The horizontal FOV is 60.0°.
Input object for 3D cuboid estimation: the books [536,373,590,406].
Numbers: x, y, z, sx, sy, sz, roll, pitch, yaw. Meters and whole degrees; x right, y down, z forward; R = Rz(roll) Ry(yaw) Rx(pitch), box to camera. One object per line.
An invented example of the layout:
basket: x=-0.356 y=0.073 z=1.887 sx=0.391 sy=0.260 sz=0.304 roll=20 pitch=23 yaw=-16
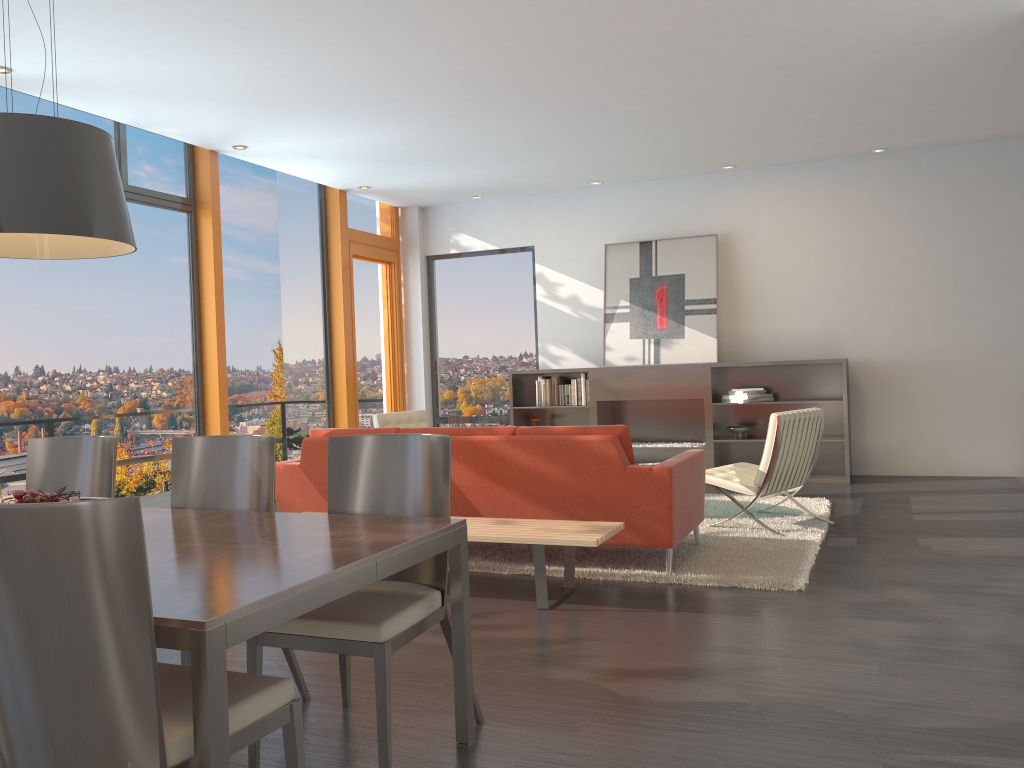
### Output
books: x=0.589 y=0.056 z=9.440 sx=0.592 sy=0.339 sz=0.324 roll=-2 pitch=1 yaw=23

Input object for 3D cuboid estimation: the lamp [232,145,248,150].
lamp: x=-2.309 y=-2.005 z=7.523 sx=0.129 sy=0.010 sz=0.129 roll=-3 pitch=1 yaw=-22

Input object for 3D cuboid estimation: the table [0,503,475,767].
table: x=-1.345 y=0.854 z=2.677 sx=2.151 sy=0.764 sz=1.172 roll=-2 pitch=1 yaw=23

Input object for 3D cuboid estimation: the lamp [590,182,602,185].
lamp: x=0.900 y=-2.157 z=9.527 sx=0.129 sy=0.010 sz=0.129 roll=-3 pitch=1 yaw=-22

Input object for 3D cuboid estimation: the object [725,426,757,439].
object: x=2.261 y=0.482 z=8.769 sx=0.309 sy=0.117 sz=0.309 roll=-3 pitch=1 yaw=-34

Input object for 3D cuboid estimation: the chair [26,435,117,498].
chair: x=-1.815 y=0.705 z=3.397 sx=0.548 sy=0.967 sz=0.614 roll=-2 pitch=1 yaw=23

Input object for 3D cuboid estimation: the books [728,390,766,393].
books: x=2.318 y=0.074 z=8.737 sx=0.300 sy=0.020 sz=0.210 roll=-3 pitch=1 yaw=-27

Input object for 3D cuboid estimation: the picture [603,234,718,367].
picture: x=1.544 y=-0.861 z=9.286 sx=1.208 sy=1.338 sz=0.269 roll=-2 pitch=1 yaw=23

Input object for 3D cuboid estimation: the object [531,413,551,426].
object: x=0.274 y=0.456 z=9.638 sx=0.245 sy=0.290 sz=0.201 roll=-2 pitch=1 yaw=43

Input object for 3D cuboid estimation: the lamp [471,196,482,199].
lamp: x=-0.403 y=-2.118 z=10.071 sx=0.129 sy=0.010 sz=0.129 roll=-3 pitch=1 yaw=-22

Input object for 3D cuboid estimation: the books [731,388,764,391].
books: x=2.317 y=0.054 z=8.737 sx=0.300 sy=0.020 sz=0.210 roll=-2 pitch=1 yaw=13

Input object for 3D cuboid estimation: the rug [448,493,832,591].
rug: x=0.300 y=1.052 z=6.598 sx=3.772 sy=0.043 sz=2.984 roll=-2 pitch=1 yaw=23

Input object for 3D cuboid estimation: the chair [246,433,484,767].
chair: x=-0.466 y=0.665 z=2.833 sx=0.548 sy=0.967 sz=0.614 roll=-2 pitch=1 yaw=23

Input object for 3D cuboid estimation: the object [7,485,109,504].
object: x=-1.444 y=0.397 z=2.724 sx=0.427 sy=0.154 sz=0.427 roll=-3 pitch=1 yaw=-23

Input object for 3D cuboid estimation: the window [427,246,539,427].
window: x=-0.331 y=-0.653 z=10.425 sx=1.409 sy=3.340 sz=0.065 roll=-2 pitch=0 yaw=23

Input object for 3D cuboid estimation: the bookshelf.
bookshelf: x=1.654 y=0.384 z=9.108 sx=3.387 sy=1.163 sz=0.570 roll=-2 pitch=1 yaw=23

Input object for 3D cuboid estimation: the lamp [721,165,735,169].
lamp: x=2.190 y=-2.196 z=8.988 sx=0.129 sy=0.010 sz=0.129 roll=-3 pitch=1 yaw=-22

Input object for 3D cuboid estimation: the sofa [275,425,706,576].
sofa: x=-0.168 y=0.665 z=5.597 sx=2.597 sy=0.852 sz=1.038 roll=-2 pitch=1 yaw=23

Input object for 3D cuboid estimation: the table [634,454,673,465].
table: x=0.337 y=0.820 z=6.976 sx=1.999 sy=0.464 sz=0.948 roll=-2 pitch=1 yaw=24

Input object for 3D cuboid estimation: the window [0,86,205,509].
window: x=-3.117 y=-0.492 z=6.685 sx=0.070 sy=3.346 sz=2.105 roll=-2 pitch=1 yaw=23

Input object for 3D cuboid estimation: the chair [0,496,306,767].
chair: x=-0.829 y=0.693 z=1.902 sx=0.548 sy=0.967 sz=0.614 roll=-2 pitch=1 yaw=23

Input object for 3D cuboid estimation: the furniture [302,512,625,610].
furniture: x=-0.425 y=0.935 z=4.792 sx=2.005 sy=0.357 sz=0.492 roll=-2 pitch=1 yaw=23

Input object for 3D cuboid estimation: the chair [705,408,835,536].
chair: x=1.745 y=0.589 z=6.173 sx=0.707 sy=0.817 sz=0.700 roll=-2 pitch=1 yaw=43

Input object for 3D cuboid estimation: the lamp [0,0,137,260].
lamp: x=-1.479 y=-1.205 z=2.697 sx=0.567 sy=1.580 sz=0.567 roll=-3 pitch=1 yaw=-38

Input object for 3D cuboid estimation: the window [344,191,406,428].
window: x=-1.608 y=-0.603 z=10.058 sx=0.211 sy=3.346 sz=1.156 roll=-2 pitch=1 yaw=23

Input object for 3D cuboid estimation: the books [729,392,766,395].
books: x=2.319 y=0.094 z=8.737 sx=0.300 sy=0.020 sz=0.210 roll=-3 pitch=1 yaw=-38

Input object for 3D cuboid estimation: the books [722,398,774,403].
books: x=2.321 y=0.161 z=8.738 sx=0.398 sy=0.038 sz=0.314 roll=-3 pitch=1 yaw=-28

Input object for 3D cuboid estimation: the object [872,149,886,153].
object: x=3.517 y=-2.237 z=8.501 sx=0.129 sy=0.010 sz=0.129 roll=-3 pitch=1 yaw=-22

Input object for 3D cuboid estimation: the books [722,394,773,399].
books: x=2.320 y=0.123 z=8.737 sx=0.398 sy=0.038 sz=0.314 roll=-3 pitch=1 yaw=-38

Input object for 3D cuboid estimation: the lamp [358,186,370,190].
lamp: x=-1.555 y=-2.063 z=9.330 sx=0.129 sy=0.010 sz=0.129 roll=-3 pitch=1 yaw=-22

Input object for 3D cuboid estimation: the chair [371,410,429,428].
chair: x=-0.778 y=0.654 z=7.904 sx=0.707 sy=0.817 sz=0.700 roll=-2 pitch=1 yaw=33

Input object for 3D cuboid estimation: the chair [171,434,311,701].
chair: x=-1.109 y=0.684 z=3.102 sx=0.548 sy=0.967 sz=0.614 roll=-2 pitch=1 yaw=23

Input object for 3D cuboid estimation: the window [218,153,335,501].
window: x=-2.315 y=-0.553 z=8.608 sx=0.070 sy=3.346 sz=1.844 roll=-2 pitch=1 yaw=23

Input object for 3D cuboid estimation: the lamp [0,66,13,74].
lamp: x=-3.161 y=-1.940 z=5.480 sx=0.129 sy=0.010 sz=0.129 roll=-3 pitch=1 yaw=-22
